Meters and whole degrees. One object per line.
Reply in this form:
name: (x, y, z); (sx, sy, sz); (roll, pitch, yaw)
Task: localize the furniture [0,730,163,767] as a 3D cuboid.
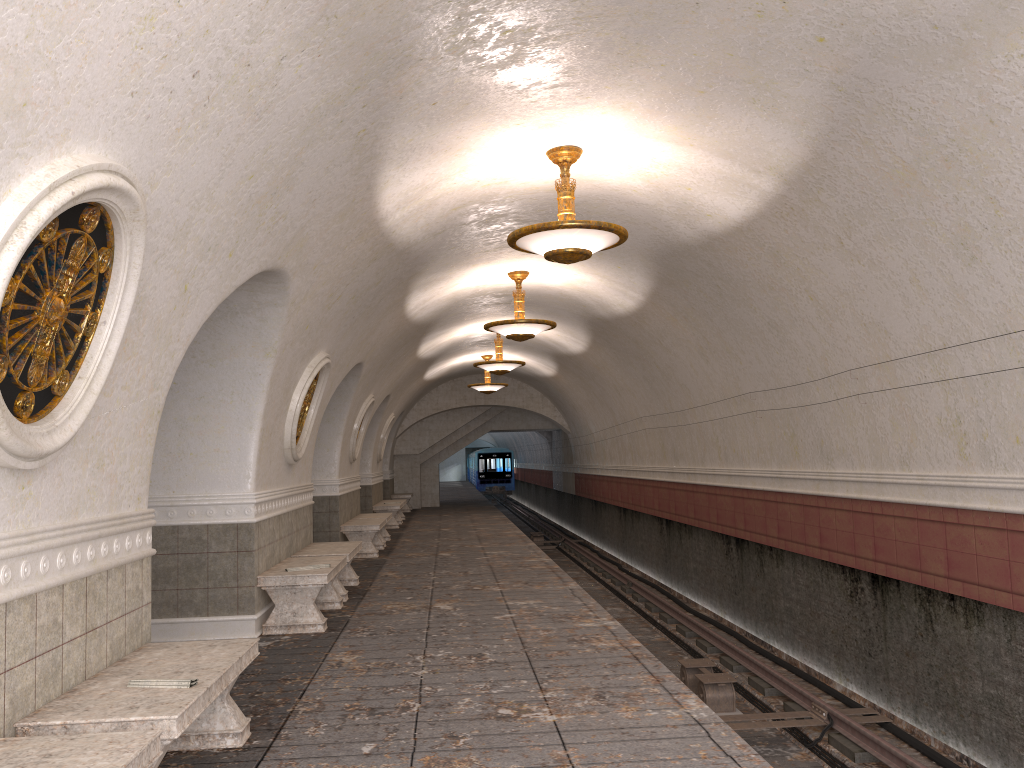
furniture: (-1.516, 1.454, 2.443); (0.613, 0.508, 1.509); (-1, -5, -4)

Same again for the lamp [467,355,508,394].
lamp: (-0.601, -0.218, 21.808); (1.008, 0.955, 1.008); (-6, -6, 41)

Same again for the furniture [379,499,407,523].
furniture: (-2.948, 3.156, 21.991); (0.613, 0.508, 1.509); (-1, -5, -4)

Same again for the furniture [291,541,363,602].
furniture: (-2.075, 2.120, 10.084); (0.613, 0.508, 1.509); (-1, -5, -4)

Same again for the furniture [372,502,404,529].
furniture: (-2.825, 3.011, 20.320); (0.613, 0.508, 1.509); (-1, -5, -4)

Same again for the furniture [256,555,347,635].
furniture: (-1.953, 1.974, 8.413); (0.613, 0.508, 1.509); (-1, -5, -4)

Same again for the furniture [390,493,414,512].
furniture: (-3.284, 3.556, 26.582); (0.613, 0.508, 1.509); (-1, -5, -4)

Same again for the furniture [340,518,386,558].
furniture: (-2.391, 2.495, 14.396); (0.613, 0.508, 1.509); (-1, -5, -4)

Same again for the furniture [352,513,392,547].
furniture: (-2.514, 2.640, 16.066); (0.613, 0.508, 1.509); (-1, -5, -4)

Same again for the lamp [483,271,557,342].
lamp: (0.103, -1.053, 12.212); (1.008, 0.955, 1.008); (-3, -5, 12)

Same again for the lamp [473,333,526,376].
lamp: (-0.249, -0.635, 17.009); (1.008, 0.955, 1.008); (-3, -5, 12)

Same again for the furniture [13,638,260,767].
furniture: (-1.638, 1.600, 4.114); (0.613, 0.508, 1.509); (-1, -5, -4)

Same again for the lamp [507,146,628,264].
lamp: (0.454, -1.470, 7.413); (1.008, 0.955, 1.008); (0, -5, -20)
